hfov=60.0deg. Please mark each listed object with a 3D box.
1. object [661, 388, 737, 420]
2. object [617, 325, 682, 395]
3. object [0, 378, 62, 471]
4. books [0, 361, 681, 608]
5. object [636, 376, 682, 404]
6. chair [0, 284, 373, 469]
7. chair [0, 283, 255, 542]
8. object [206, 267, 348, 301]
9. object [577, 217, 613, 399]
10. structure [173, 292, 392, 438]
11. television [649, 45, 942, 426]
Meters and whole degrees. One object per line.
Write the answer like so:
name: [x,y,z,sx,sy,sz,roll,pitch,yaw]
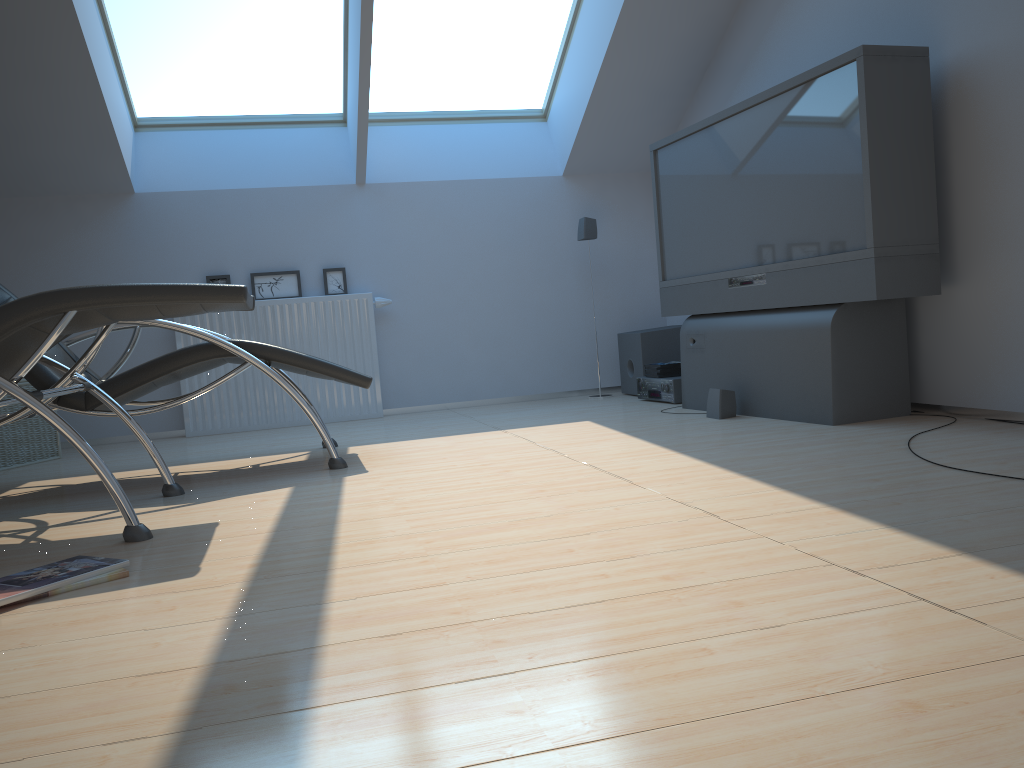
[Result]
object: [0.993,0.057,4.705,0.394,0.141,1.163,-4,4,15]
object: [0.956,-0.159,5.768,0.401,0.424,0.400,-6,4,-14]
object: [-2.902,0.200,4.523,0.744,0.518,0.745,-4,4,16]
books: [-0.278,0.200,3.423,1.045,0.222,4.790,-1,5,43]
object: [0.994,0.018,5.238,0.358,0.138,0.450,-6,4,-19]
chair: [-1.604,-0.228,3.699,1.938,1.251,0.836,-6,4,-14]
chair: [-1.851,0.008,2.643,2.114,0.953,0.836,-6,4,-14]
object: [-1.466,-0.613,5.560,0.846,0.180,0.030,-6,4,-14]
object: [0.539,-0.499,5.830,0.158,1.181,0.160,-6,4,-14]
structure: [-1.387,-0.134,5.571,1.324,0.800,0.120,-6,4,-14]
television: [1.236,-0.587,4.192,0.400,1.446,1.686,-6,4,-19]
